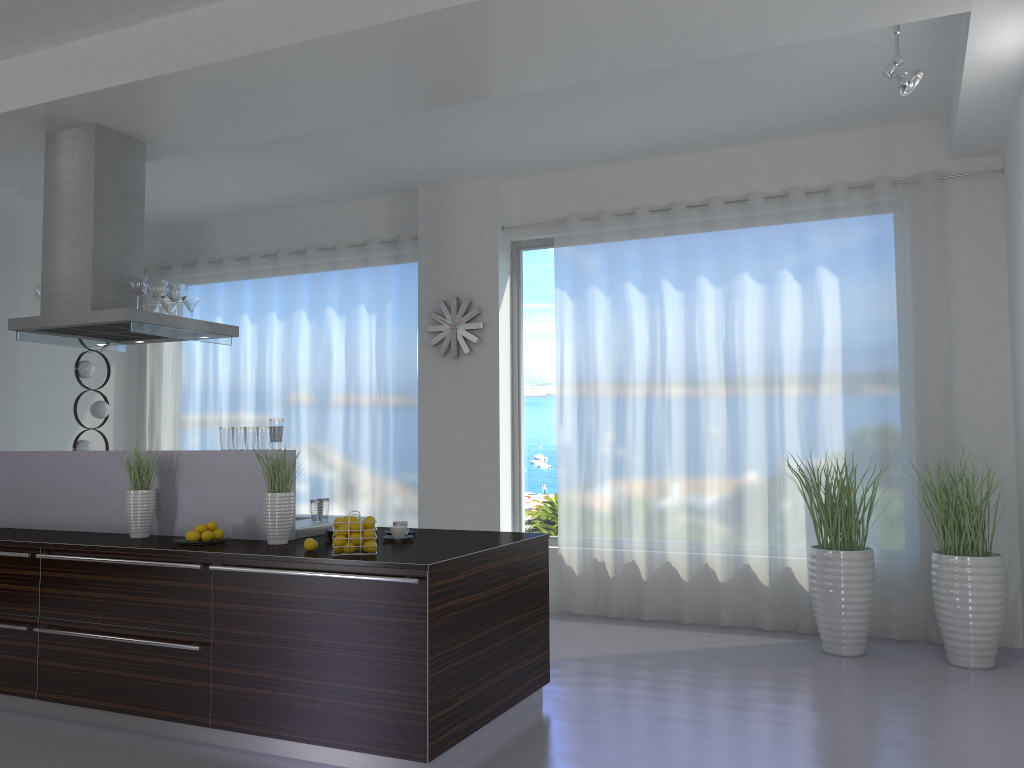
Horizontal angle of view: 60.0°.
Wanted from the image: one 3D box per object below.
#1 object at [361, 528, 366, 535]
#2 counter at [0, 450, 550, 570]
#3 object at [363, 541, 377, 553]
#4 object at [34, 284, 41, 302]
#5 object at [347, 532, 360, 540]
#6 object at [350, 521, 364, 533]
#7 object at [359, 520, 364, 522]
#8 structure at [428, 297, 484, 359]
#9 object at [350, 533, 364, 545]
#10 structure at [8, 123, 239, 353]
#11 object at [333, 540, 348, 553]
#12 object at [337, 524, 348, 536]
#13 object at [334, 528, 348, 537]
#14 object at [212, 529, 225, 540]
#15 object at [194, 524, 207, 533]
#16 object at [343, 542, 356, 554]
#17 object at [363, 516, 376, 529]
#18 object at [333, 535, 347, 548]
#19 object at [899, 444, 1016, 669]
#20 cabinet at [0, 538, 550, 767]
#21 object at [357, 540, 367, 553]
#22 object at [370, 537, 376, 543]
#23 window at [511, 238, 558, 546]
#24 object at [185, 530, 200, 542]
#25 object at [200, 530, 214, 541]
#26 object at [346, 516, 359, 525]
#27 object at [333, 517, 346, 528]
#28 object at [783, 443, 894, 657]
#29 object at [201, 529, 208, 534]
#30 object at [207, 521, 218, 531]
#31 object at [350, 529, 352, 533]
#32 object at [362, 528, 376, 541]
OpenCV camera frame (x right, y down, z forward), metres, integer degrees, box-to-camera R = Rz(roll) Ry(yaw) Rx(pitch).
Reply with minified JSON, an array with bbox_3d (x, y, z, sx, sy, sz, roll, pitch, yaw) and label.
[{"bbox_3d":[-0.657,0.640,3.902,0.055,0.051,0.061,-2,-4,19],"label":"object"},{"bbox_3d":[-1.558,1.005,4.734,3.291,1.300,1.302,-2,-4,24],"label":"counter"},{"bbox_3d":[-0.614,0.704,3.832,0.062,0.052,0.053,1,-4,-26],"label":"object"},{"bbox_3d":[-2.886,-0.500,5.483,0.125,0.221,0.125,3,-5,-41],"label":"object"},{"bbox_3d":[-0.685,0.667,3.851,0.051,0.053,0.062,-3,-4,32],"label":"object"},{"bbox_3d":[-0.669,0.618,3.832,0.051,0.053,0.063,-3,-5,37],"label":"object"},{"bbox_3d":[-0.687,0.632,3.961,0.063,0.051,0.053,1,-4,-20],"label":"object"},{"bbox_3d":[-0.467,-0.462,7.252,0.505,0.505,0.076,-2,-4,24],"label":"structure"},{"bbox_3d":[-0.671,0.668,3.824,0.061,0.055,0.051,-1,-4,4],"label":"object"},{"bbox_3d":[-2.422,-0.870,5.621,0.981,1.231,0.915,-2,-4,24],"label":"structure"},{"bbox_3d":[-0.740,0.706,3.861,0.064,0.063,0.074,-4,-5,45],"label":"object"},{"bbox_3d":[-0.727,0.631,3.834,0.061,0.052,0.053,-3,-5,37],"label":"object"},{"bbox_3d":[-0.748,0.656,3.881,0.062,0.053,0.052,0,-4,-4],"label":"object"},{"bbox_3d":[-1.431,0.731,4.316,0.063,0.053,0.051,1,-4,-25],"label":"object"},{"bbox_3d":[-1.506,0.700,4.295,0.061,0.047,0.053,-2,-4,27],"label":"object"},{"bbox_3d":[-0.700,0.704,3.819,0.051,0.053,0.063,-3,-4,32],"label":"object"},{"bbox_3d":[-0.624,0.608,3.883,0.050,0.060,0.059,-2,-4,24],"label":"object"},{"bbox_3d":[-0.739,0.675,3.807,0.061,0.054,0.052,0,-4,1],"label":"object"},{"bbox_3d":[2.651,0.996,5.318,0.656,1.334,0.713,-1,-4,9],"label":"object"},{"bbox_3d":[-1.563,1.228,4.710,3.285,0.852,1.377,-2,-4,24],"label":"cabinet"},{"bbox_3d":[-0.648,0.710,3.880,0.061,0.055,0.050,1,-4,-20],"label":"object"},{"bbox_3d":[-0.632,0.688,3.921,0.062,0.053,0.052,2,-4,-29],"label":"object"},{"bbox_3d":[1.390,0.014,6.754,3.000,2.500,0.100,-2,-4,24],"label":"window"},{"bbox_3d":[-1.530,0.731,4.253,0.070,0.058,0.060,-2,-4,23],"label":"object"},{"bbox_3d":[-1.468,0.733,4.272,0.061,0.054,0.052,0,-4,1],"label":"object"},{"bbox_3d":[-0.700,0.608,3.897,0.051,0.053,0.063,-2,-4,26],"label":"object"},{"bbox_3d":[-0.759,0.612,3.902,0.053,0.051,0.063,1,-4,-18],"label":"object"},{"bbox_3d":[2.036,1.017,5.560,0.713,1.334,0.656,-2,-4,24],"label":"object"},{"bbox_3d":[-1.482,0.737,4.328,0.057,0.060,0.071,-2,-4,26],"label":"object"},{"bbox_3d":[-1.460,0.691,4.320,0.053,0.048,0.063,0,-4,-10],"label":"object"},{"bbox_3d":[-0.712,0.655,3.925,0.064,0.053,0.051,-2,-4,27],"label":"object"},{"bbox_3d":[-0.624,0.656,3.860,0.061,0.054,0.053,1,-4,-20],"label":"object"}]
